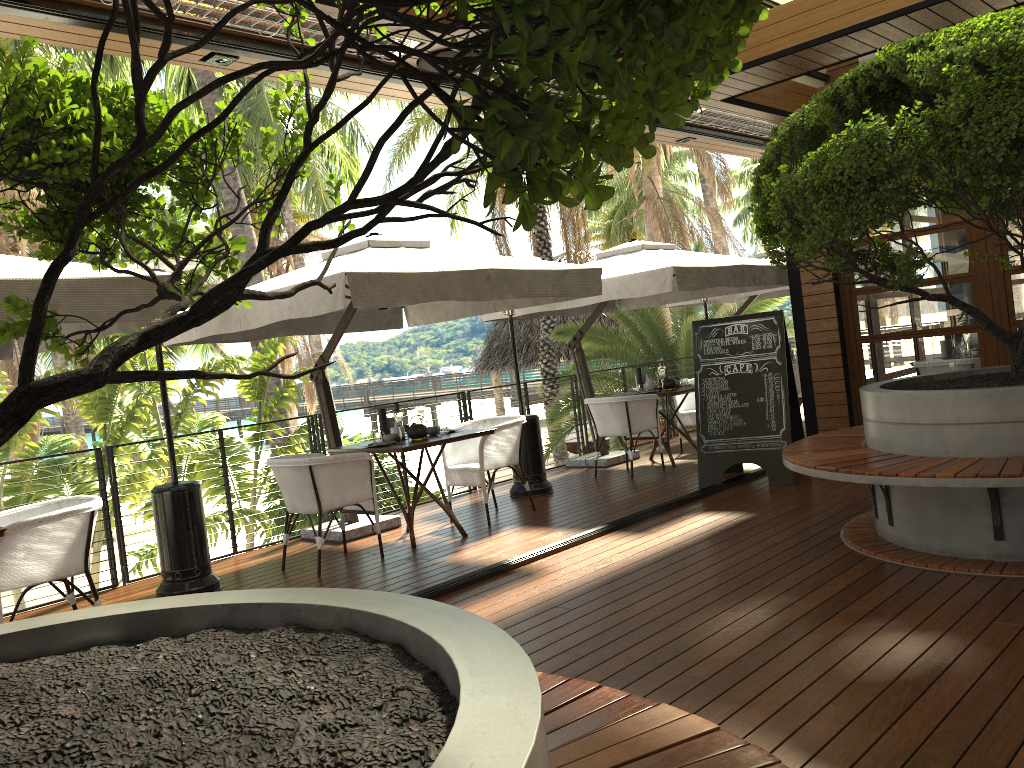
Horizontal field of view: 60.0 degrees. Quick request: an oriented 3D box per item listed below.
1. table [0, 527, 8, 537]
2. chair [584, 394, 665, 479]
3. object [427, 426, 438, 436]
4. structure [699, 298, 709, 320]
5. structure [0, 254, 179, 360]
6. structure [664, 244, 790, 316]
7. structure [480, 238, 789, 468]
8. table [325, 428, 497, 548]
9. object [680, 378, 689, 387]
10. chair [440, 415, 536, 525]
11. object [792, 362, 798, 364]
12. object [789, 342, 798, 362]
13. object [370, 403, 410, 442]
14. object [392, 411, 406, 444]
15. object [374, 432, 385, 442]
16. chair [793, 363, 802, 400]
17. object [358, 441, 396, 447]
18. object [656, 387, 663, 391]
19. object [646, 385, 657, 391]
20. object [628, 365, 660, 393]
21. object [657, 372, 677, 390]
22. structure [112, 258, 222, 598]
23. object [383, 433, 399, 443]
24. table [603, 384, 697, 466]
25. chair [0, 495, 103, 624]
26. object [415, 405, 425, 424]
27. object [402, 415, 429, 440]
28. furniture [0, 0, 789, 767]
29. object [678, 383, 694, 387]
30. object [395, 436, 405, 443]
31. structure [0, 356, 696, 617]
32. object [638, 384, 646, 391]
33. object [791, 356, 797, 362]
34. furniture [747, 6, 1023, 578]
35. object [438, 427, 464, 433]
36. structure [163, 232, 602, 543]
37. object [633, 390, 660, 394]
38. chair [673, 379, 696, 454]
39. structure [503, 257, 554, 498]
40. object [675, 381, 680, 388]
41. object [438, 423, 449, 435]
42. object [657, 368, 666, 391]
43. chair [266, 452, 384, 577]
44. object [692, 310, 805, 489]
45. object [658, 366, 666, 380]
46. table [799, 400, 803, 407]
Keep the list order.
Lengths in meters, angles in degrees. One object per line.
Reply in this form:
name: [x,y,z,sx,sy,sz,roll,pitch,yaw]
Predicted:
table: [-3.033,1.144,4.261,0.930,0.749,0.933,-6,2,44]
chair: [1.084,0.491,8.620,0.627,0.788,0.617,-6,2,45]
object: [-0.610,0.362,6.804,0.116,0.065,0.116,-5,2,42]
structure: [2.372,-0.438,10.615,0.698,2.192,0.700,-6,1,31]
structure: [-3.209,0.372,4.278,2.411,2.332,2.417,-6,2,44]
structure: [3.713,-0.697,11.616,2.411,2.332,2.417,-6,2,44]
structure: [1.406,-0.340,9.170,2.411,2.332,2.417,-6,2,44]
table: [-0.719,0.787,6.714,0.930,0.749,0.933,-6,2,44]
object: [1.789,-0.015,9.188,0.086,0.086,0.086,-8,2,-42]
chair: [-0.180,0.687,7.244,0.627,0.788,0.617,-6,2,45]
object: [3.680,-0.280,11.320,0.294,0.025,0.170,-5,2,44]
object: [3.710,-0.416,11.737,0.263,0.264,0.263,-7,1,-1]
object: [-0.930,0.300,6.818,0.263,0.264,0.263,-7,1,-1]
object: [-0.810,0.314,6.401,0.082,0.227,0.082,-6,1,33]
object: [-0.984,0.402,6.608,0.086,0.086,0.086,-8,2,-42]
chair: [3.377,0.137,11.051,0.627,0.788,0.617,-6,2,45]
object: [-0.960,0.437,6.402,0.294,0.025,0.170,-5,2,44]
object: [1.492,0.052,8.929,0.080,0.042,0.080,-6,2,35]
object: [1.420,0.047,8.996,0.116,0.065,0.116,-8,2,-42]
object: [1.379,-0.056,9.266,0.263,0.264,0.263,-7,1,-1]
object: [1.600,-0.035,9.061,0.167,0.179,0.163,-6,2,42]
structure: [-2.226,0.271,5.741,0.698,2.192,0.700,-6,1,31]
object: [-0.890,0.404,6.548,0.116,0.065,0.116,-5,2,42]
table: [1.595,0.430,9.167,0.930,0.749,0.933,-6,2,44]
chair: [-2.515,1.047,4.769,0.627,0.788,0.617,-6,2,45]
object: [-0.709,0.284,6.948,0.082,0.227,0.082,-6,1,45]
object: [-0.710,0.322,6.610,0.168,0.179,0.163,-8,2,-44]
furniture: [-0.883,0.016,1.079,2.613,2.722,2.698,-6,2,34]
object: [1.775,0.011,9.400,0.294,0.025,0.170,-5,2,44]
object: [-0.817,0.408,6.481,0.080,0.042,0.080,-7,2,5]
structure: [-4.585,1.289,4.343,0.163,1.153,26.302,-6,2,44]
object: [1.325,0.045,9.056,0.086,0.086,0.086,-8,2,-42]
object: [3.656,-0.314,11.527,0.086,0.086,0.086,-8,2,-42]
furniture: [2.709,-0.535,4.785,2.568,2.722,2.721,-7,1,9]
object: [-0.535,0.368,6.952,0.294,0.025,0.170,-5,2,44]
structure: [-0.902,0.016,6.724,2.411,2.332,2.417,-6,2,44]
object: [1.349,0.080,8.850,0.294,0.025,0.170,-5,2,44]
chair: [2.164,0.325,9.729,0.627,0.788,0.617,-6,2,45]
structure: [0.050,-0.080,8.153,0.698,2.192,0.700,-6,1,31]
object: [1.699,0.005,9.252,0.116,0.065,0.116,-8,2,-42]
object: [-0.520,0.342,6.740,0.086,0.086,0.086,-8,2,-42]
object: [1.499,-0.043,8.849,0.082,0.227,0.082,-6,1,45]
chair: [-1.300,0.859,6.093,0.627,0.788,0.617,-6,2,45]
object: [1.980,0.113,7.495,0.768,1.396,0.772,-6,1,28]
object: [1.600,-0.072,9.396,0.082,0.227,0.082,-6,1,45]
table: [3.910,0.073,11.620,0.930,0.749,0.933,-6,2,44]
